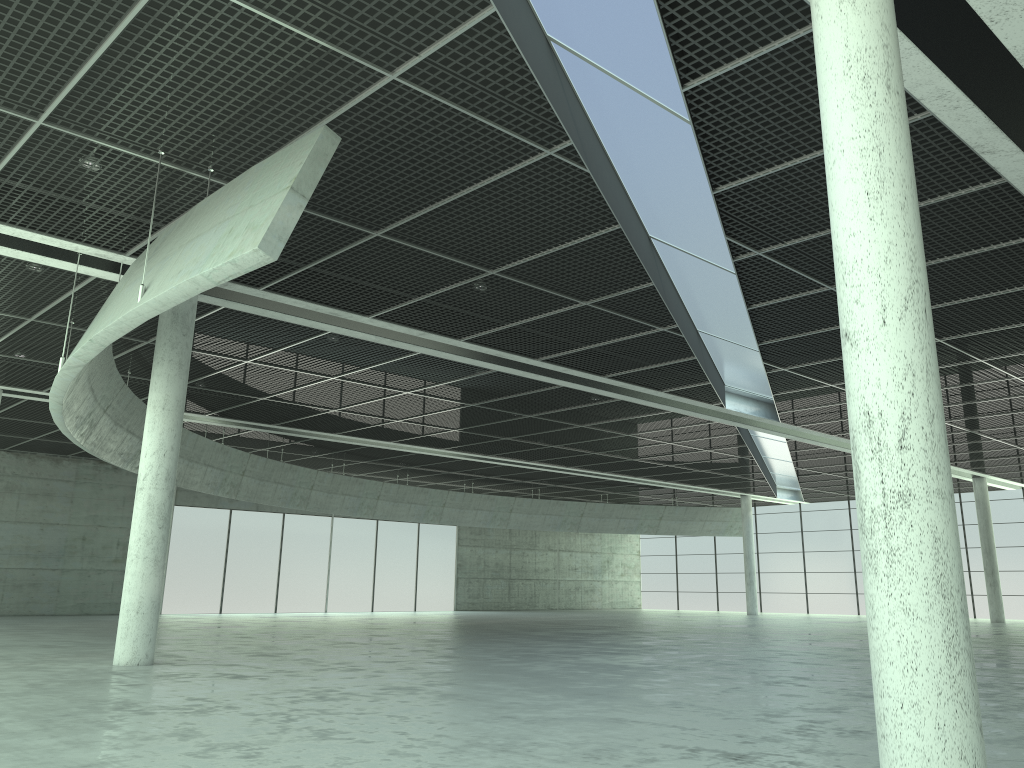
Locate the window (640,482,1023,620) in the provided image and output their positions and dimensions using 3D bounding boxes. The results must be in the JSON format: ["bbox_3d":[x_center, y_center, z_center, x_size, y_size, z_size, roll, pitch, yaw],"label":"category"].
[{"bbox_3d":[15.767,9.097,55.598,100.760,16.081,99.591,14,-20,-42],"label":"window"}]

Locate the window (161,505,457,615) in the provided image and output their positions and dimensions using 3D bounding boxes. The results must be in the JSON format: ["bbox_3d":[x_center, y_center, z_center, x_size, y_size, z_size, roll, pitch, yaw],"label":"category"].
[{"bbox_3d":[-18.539,20.296,89.912,33.519,10.662,0.159,14,-19,-42],"label":"window"}]
